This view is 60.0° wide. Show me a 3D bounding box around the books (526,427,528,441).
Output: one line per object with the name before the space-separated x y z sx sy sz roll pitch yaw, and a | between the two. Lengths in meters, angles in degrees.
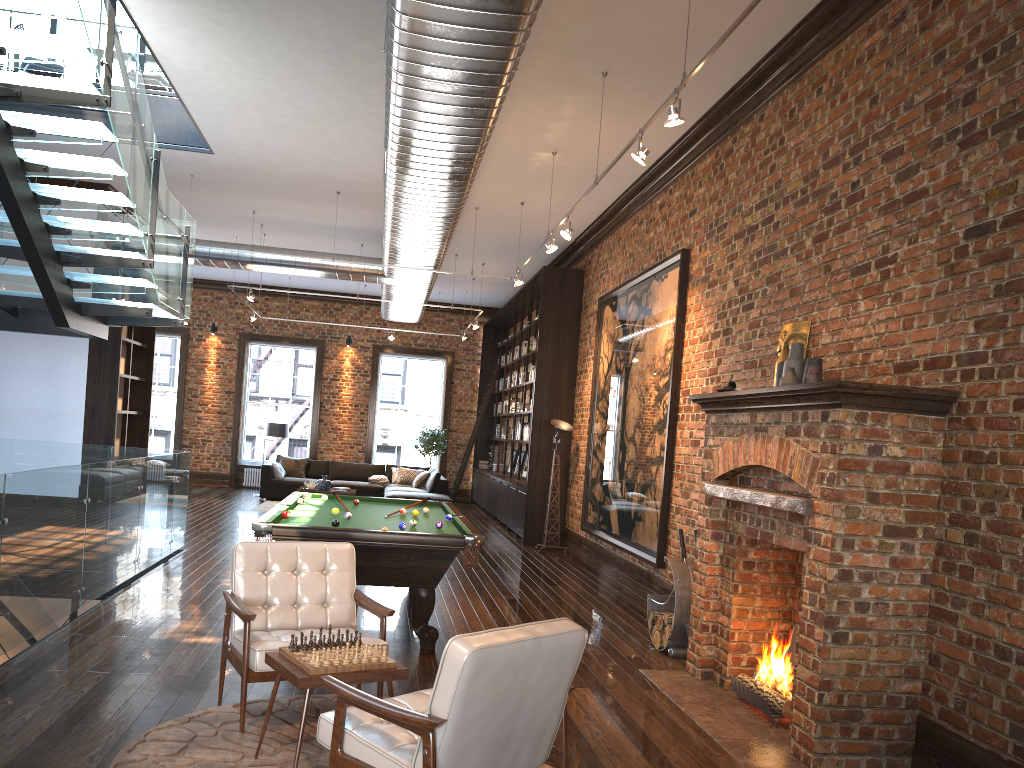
books | 0.352 0.878 15.501 0.179 0.246 0.031 4 1 -9

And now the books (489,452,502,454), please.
books | -0.367 1.538 19.807 0.241 0.019 0.228 5 -4 -13

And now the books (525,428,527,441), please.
books | 0.328 0.890 15.619 0.167 0.234 0.032 4 1 -9

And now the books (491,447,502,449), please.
books | -0.345 1.427 19.807 0.207 0.022 0.247 5 -4 -14

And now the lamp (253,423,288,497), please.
lamp | -4.750 1.494 17.390 0.685 1.468 0.420 5 1 21

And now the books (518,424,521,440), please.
books | 0.221 0.897 16.373 0.185 0.288 0.016 4 1 -9

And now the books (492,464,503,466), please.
books | -0.268 1.729 18.908 0.227 0.007 0.372 5 -4 -14

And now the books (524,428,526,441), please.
books | 0.307 0.906 15.809 0.153 0.221 0.034 4 1 -9

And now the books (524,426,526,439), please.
books | 0.298 0.885 15.868 0.159 0.270 0.032 4 1 -9

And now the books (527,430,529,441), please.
books | 0.353 0.903 15.402 0.174 0.184 0.034 4 1 -9

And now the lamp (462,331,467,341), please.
lamp | -0.915 -0.948 17.294 0.113 0.230 0.114 5 0 31

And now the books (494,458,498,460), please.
books | -0.353 1.666 19.819 0.183 0.034 0.271 5 -3 -3

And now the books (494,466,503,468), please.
books | -0.261 1.769 18.911 0.229 0.008 0.329 5 -4 -6

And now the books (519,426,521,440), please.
books | 0.232 0.906 16.211 0.187 0.251 0.050 4 1 -9

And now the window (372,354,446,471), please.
window | -2.342 0.737 20.108 1.521 2.756 0.154 4 1 -9

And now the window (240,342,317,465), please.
window | -5.164 0.496 19.679 1.521 2.756 0.154 4 1 -9

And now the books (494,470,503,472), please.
books | -0.270 1.851 18.911 0.229 0.008 0.330 5 -4 -5

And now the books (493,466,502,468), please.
books | -0.264 1.776 18.910 0.229 0.008 0.330 5 -4 -12

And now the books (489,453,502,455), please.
books | -0.370 1.561 19.808 0.261 0.028 0.316 5 -4 -8

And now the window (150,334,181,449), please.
window | -7.983 0.256 19.249 1.521 2.756 0.154 4 1 -9

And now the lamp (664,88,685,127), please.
lamp | 0.930 -1.573 5.049 0.117 0.213 0.117 4 0 33

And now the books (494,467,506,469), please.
books | -0.265 1.783 18.911 0.227 0.007 0.370 5 -4 -5

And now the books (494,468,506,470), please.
books | -0.263 1.806 18.911 0.229 0.008 0.329 5 -4 -11

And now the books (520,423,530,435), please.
books | 0.244 0.872 16.179 0.186 0.317 0.015 4 1 -9

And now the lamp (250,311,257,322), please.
lamp | -4.859 -1.284 16.693 0.113 0.230 0.114 5 0 32

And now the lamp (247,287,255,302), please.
lamp | -4.078 -1.401 13.843 0.114 0.230 0.113 4 0 12

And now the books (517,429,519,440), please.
books | 0.180 0.949 16.607 0.175 0.207 0.031 4 1 -9

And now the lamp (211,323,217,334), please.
lamp | -6.404 -1.183 19.031 0.126 0.237 0.155 4 0 -8

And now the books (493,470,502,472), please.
books | -0.273 1.859 18.911 0.229 0.008 0.331 5 -4 -13

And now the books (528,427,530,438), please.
books | 0.367 0.875 15.368 0.166 0.238 0.034 4 1 -9

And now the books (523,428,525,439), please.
books | 0.270 0.914 16.017 0.191 0.218 0.033 4 1 -9

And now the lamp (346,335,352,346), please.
lamp | -3.579 -0.942 19.462 0.126 0.237 0.155 4 0 -8

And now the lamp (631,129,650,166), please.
lamp | 0.827 -1.530 5.730 0.114 0.230 0.113 4 0 -34

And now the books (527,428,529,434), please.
books | 0.354 0.888 15.432 0.174 0.218 0.027 4 1 -9

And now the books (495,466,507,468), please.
books | -0.256 1.761 18.911 0.227 0.007 0.368 5 -4 -9

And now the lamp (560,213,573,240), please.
lamp | 0.493 -1.417 7.981 0.113 0.230 0.114 4 0 21

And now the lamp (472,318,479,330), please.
lamp | -0.618 -1.048 15.311 0.114 0.230 0.113 4 0 -33

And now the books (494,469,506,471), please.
books | -0.262 1.829 18.912 0.229 0.008 0.328 5 -4 -9

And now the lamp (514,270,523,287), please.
lamp | 0.085 -1.281 10.679 0.113 0.230 0.114 4 0 6

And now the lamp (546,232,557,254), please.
lamp | 0.393 -1.384 8.638 0.114 0.230 0.113 4 0 -29

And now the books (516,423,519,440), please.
books | 0.182 0.903 16.708 0.170 0.312 0.038 4 1 -9

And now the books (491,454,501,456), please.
books | -0.341 1.590 19.813 0.164 0.006 0.352 5 -4 -14

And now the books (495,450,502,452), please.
books | -0.340 1.495 19.810 0.204 0.020 0.317 5 -4 -7

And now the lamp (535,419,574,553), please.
lamp | 0.620 1.400 12.152 0.425 1.829 0.505 4 1 -3

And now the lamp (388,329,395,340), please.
lamp | -2.462 -1.013 18.133 0.114 0.230 0.113 4 1 -39

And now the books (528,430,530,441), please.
books | 0.370 0.893 15.323 0.165 0.197 0.027 4 1 -9

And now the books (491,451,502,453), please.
books | -0.347 1.516 19.810 0.209 0.007 0.307 5 -4 -6

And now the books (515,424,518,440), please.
books | 0.157 0.912 16.800 0.184 0.301 0.016 4 1 -9
